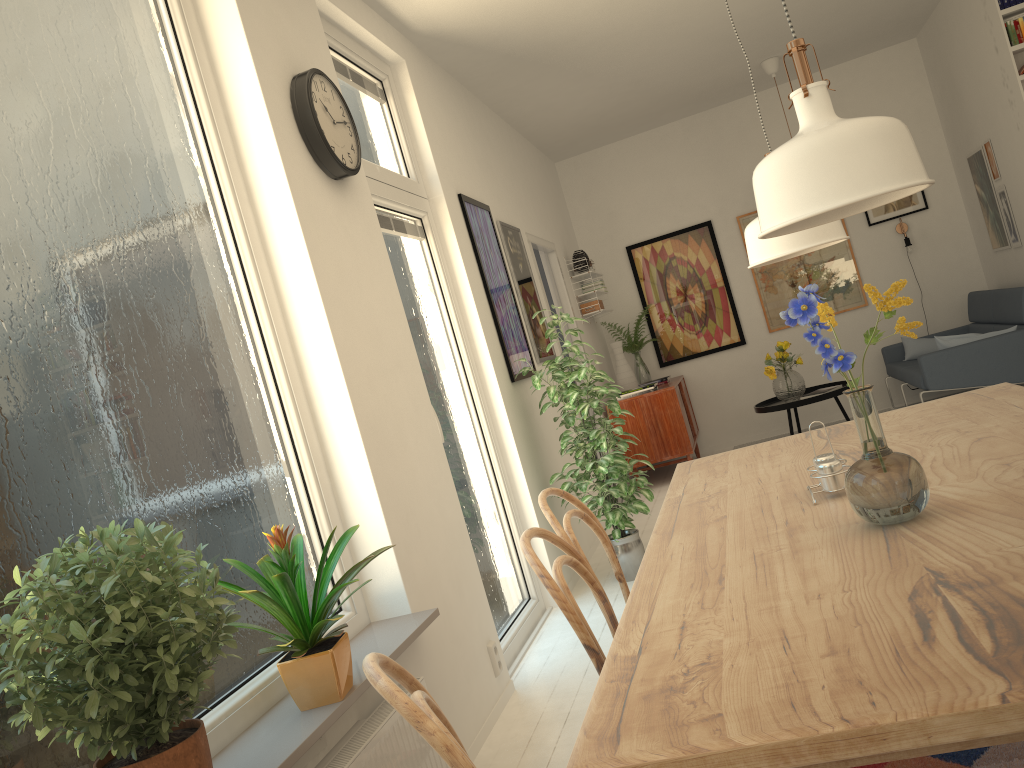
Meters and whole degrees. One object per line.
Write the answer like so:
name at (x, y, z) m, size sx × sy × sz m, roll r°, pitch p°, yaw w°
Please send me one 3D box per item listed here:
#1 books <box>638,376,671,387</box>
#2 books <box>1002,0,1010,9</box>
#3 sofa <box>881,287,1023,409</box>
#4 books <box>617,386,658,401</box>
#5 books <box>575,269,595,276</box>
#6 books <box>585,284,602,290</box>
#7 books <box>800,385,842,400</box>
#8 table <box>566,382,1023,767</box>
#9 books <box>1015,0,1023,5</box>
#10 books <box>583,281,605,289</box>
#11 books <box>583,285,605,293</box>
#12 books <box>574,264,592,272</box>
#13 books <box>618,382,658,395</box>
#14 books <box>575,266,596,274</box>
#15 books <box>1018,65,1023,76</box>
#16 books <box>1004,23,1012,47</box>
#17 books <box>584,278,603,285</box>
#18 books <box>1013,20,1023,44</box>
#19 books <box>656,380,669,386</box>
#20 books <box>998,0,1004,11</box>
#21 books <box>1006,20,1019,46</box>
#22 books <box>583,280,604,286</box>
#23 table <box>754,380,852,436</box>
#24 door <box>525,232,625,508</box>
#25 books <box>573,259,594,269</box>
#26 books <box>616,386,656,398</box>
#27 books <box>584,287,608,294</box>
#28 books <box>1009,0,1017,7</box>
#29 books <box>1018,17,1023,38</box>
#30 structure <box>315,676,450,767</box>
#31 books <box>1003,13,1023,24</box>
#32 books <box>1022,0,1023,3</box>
books at (1.156, -0.004, 7.523) m, size 0.368 × 0.020 × 0.255 m, roll -16°, pitch 0°, yaw 17°
books at (3.050, -2.401, 5.547) m, size 0.034 × 0.179 × 0.188 m, roll -16°, pitch 0°, yaw 15°
sofa at (3.318, -0.230, 6.513) m, size 0.963 × 0.773 × 1.604 m, roll -16°, pitch 0°, yaw 15°
books at (0.985, 0.072, 6.927) m, size 0.320 × 0.020 × 0.237 m, roll -16°, pitch 0°, yaw 11°
books at (0.607, -0.917, 7.361) m, size 0.159 × 0.028 × 0.147 m, roll -16°, pitch 0°, yaw 11°
books at (0.710, -0.833, 7.666) m, size 0.147 × 0.012 × 0.195 m, roll -16°, pitch 0°, yaw 12°
books at (2.336, 0.067, 6.692) m, size 0.289 × 0.031 × 0.200 m, roll -16°, pitch 1°, yaw -41°
table at (0.783, 0.542, 1.596) m, size 0.894 × 0.749 × 1.798 m, roll -16°, pitch 0°, yaw 15°
books at (3.116, -2.420, 5.529) m, size 0.034 × 0.179 × 0.188 m, roll -16°, pitch 0°, yaw 15°
books at (0.705, -0.849, 7.651) m, size 0.173 × 0.023 × 0.190 m, roll -16°, pitch 0°, yaw 14°
books at (0.710, -0.817, 7.650) m, size 0.168 × 0.021 × 0.197 m, roll -16°, pitch 0°, yaw 17°
books at (0.592, -0.960, 7.357) m, size 0.155 × 0.024 × 0.136 m, roll -16°, pitch 0°, yaw 7°
books at (0.977, 0.041, 6.926) m, size 0.310 × 0.015 × 0.192 m, roll -16°, pitch 0°, yaw 18°
books at (0.608, -0.942, 7.361) m, size 0.158 × 0.019 × 0.131 m, roll -16°, pitch 0°, yaw 16°
books at (3.443, -2.044, 5.475) m, size 0.664 × 0.110 × 0.278 m, roll -16°, pitch 0°, yaw 15°
books at (3.082, -2.155, 5.568) m, size 0.018 × 0.156 × 0.205 m, roll -16°, pitch 0°, yaw 15°
books at (0.705, -0.882, 7.654) m, size 0.147 × 0.016 × 0.195 m, roll -16°, pitch 0°, yaw 12°
books at (3.132, -2.166, 5.532) m, size 0.030 × 0.149 × 0.202 m, roll -16°, pitch 0°, yaw 15°
books at (1.147, 0.020, 7.521) m, size 0.371 × 0.022 × 0.259 m, roll -16°, pitch 0°, yaw 15°
books at (3.018, -2.392, 5.555) m, size 0.034 × 0.179 × 0.188 m, roll -16°, pitch 0°, yaw 15°
books at (3.101, -2.162, 5.537) m, size 0.034 × 0.162 × 0.197 m, roll -16°, pitch 0°, yaw 15°
books at (0.704, -0.867, 7.657) m, size 0.153 × 0.013 × 0.197 m, roll -16°, pitch 0°, yaw 17°
table at (2.289, 0.260, 6.809) m, size 0.760 × 0.386 × 0.761 m, roll -16°, pitch 0°, yaw 30°
door at (0.080, 0.046, 6.482) m, size 0.881 × 2.033 × 0.955 m, roll -16°, pitch 0°, yaw 15°
books at (0.593, -0.991, 7.348) m, size 0.178 × 0.036 × 0.145 m, roll -16°, pitch 0°, yaw 8°
books at (0.971, 0.059, 6.929) m, size 0.296 × 0.015 × 0.240 m, roll -16°, pitch 0°, yaw 14°
books at (0.726, -0.791, 7.657) m, size 0.179 × 0.037 × 0.190 m, roll -16°, pitch 0°, yaw 14°
books at (3.083, -2.411, 5.538) m, size 0.034 × 0.179 × 0.188 m, roll -16°, pitch 0°, yaw 15°
books at (3.156, -2.175, 5.521) m, size 0.023 × 0.152 × 0.199 m, roll -16°, pitch 0°, yaw 15°
structure at (-0.375, 0.980, 1.933) m, size 0.113 × 0.279 × 1.029 m, roll -16°, pitch 0°, yaw 15°
books at (3.179, -2.278, 5.522) m, size 0.255 × 0.022 × 0.189 m, roll -16°, pitch 0°, yaw 25°
books at (3.148, -2.429, 5.520) m, size 0.034 × 0.179 × 0.188 m, roll -16°, pitch 0°, yaw 15°
